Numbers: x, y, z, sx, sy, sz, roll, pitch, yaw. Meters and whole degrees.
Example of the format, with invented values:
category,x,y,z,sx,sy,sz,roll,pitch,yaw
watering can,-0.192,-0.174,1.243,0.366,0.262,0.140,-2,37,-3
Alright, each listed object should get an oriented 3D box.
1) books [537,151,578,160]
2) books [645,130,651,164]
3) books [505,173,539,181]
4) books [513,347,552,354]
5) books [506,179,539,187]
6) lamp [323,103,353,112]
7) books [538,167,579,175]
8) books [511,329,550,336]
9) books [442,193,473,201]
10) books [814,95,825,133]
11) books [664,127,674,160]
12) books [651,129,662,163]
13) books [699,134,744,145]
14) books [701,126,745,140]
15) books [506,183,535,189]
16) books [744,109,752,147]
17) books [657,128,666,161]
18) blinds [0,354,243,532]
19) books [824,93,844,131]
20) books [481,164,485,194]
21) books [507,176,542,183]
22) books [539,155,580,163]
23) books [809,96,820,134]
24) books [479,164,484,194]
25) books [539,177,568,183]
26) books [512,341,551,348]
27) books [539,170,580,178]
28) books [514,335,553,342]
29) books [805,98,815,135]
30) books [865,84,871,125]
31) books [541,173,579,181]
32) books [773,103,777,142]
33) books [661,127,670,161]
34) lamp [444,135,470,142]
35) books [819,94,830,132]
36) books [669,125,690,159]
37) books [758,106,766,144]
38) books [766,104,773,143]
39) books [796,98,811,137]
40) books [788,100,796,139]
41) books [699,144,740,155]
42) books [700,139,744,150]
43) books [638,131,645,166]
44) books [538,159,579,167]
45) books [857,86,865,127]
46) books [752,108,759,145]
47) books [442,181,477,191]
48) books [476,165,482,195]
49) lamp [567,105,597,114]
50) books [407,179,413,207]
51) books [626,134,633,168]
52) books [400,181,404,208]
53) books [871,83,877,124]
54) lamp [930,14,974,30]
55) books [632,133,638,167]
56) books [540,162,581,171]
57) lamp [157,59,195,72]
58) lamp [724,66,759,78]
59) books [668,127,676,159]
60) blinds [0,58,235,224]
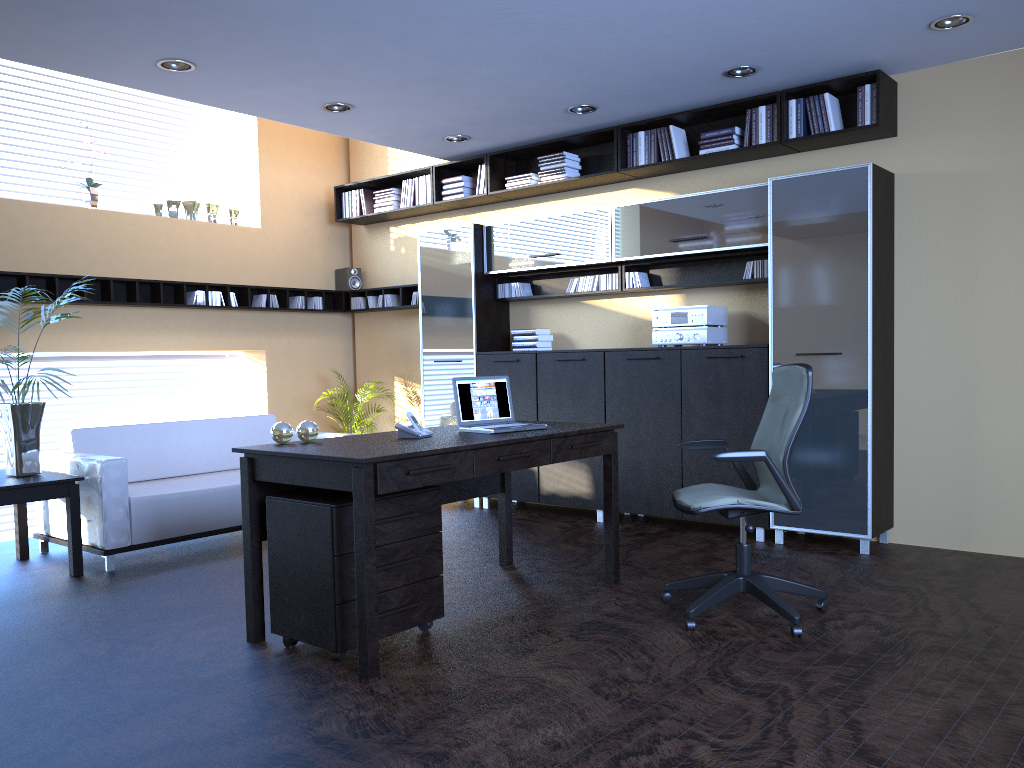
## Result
category,x,y,z,sx,sy,sz,roll,pitch,yaw
books,0.368,-1.819,7.123,0.258,0.028,0.207,0,2,39
books,1.056,-1.732,6.579,0.050,0.259,0.207,1,4,39
books,0.111,-1.705,7.349,0.258,0.028,0.207,0,2,38
books,0.171,-0.278,7.398,0.258,0.050,0.207,0,2,40
books,0.111,-1.648,7.336,0.258,0.028,0.207,0,2,40
lamp,-1.202,-1.951,6.117,0.209,0.096,0.208,0,2,21
books,0.375,-1.705,7.151,0.258,0.028,0.207,0,2,38
books,0.155,-0.432,7.405,0.258,0.050,0.207,0,2,39
books,-0.453,-1.630,7.809,0.258,0.050,0.207,0,2,39
books,2.034,-1.729,5.764,0.075,0.260,0.207,1,4,40
books,1.190,-1.729,6.458,0.072,0.258,0.207,1,4,40
books,1.095,-1.731,6.544,0.050,0.259,0.207,1,4,40
books,1.477,-1.699,6.230,0.258,0.031,0.207,0,2,39
books,1.488,-1.740,6.208,0.258,0.050,0.207,0,2,39
books,0.119,-1.619,7.329,0.258,0.028,0.207,0,2,40
books,1.654,-1.729,6.080,0.055,0.260,0.207,1,4,40
books,1.144,-1.731,6.502,0.075,0.260,0.207,1,4,40
blinds,-4.326,0.490,6.536,0.047,1.369,5.386,1,3,39
books,2.080,-1.729,5.720,0.075,0.260,0.207,1,4,39
books,-0.180,-1.734,7.571,0.075,0.260,0.207,1,4,39
books,0.124,-1.677,7.332,0.258,0.028,0.207,0,2,39
books,0.384,-1.791,7.109,0.258,0.028,0.207,0,2,39
books,2.006,-1.729,5.781,0.075,0.260,0.207,1,4,39
books,-0.196,-1.735,7.602,0.075,0.260,0.207,1,4,39
books,0.379,-1.619,7.126,0.258,0.028,0.207,0,2,39
books,0.165,-0.330,7.406,0.258,0.050,0.207,0,2,40
books,0.384,-1.676,7.128,0.258,0.028,0.207,0,2,39
books,0.179,-0.381,7.402,0.258,0.050,0.207,0,2,40
books,1.995,-1.730,5.818,0.075,0.260,0.207,1,4,40
books,2.266,-1.728,5.574,0.036,0.259,0.207,1,4,39
books,0.401,-1.648,7.119,0.258,0.028,0.207,0,2,40
books,1.813,-1.729,5.942,0.050,0.259,0.207,1,4,40
books,1.168,-1.731,6.481,0.075,0.260,0.207,1,4,39
lamp,-0.438,-1.994,7.049,0.208,0.096,0.209,-2,2,-33
books,2.056,-1.729,5.741,0.075,0.260,0.207,1,4,39
books,1.219,-1.731,6.422,0.072,0.258,0.207,1,4,39
books,1.732,-1.730,6.008,0.050,0.259,0.207,1,4,39
books,1.773,-1.729,5.976,0.050,0.259,0.207,1,4,39
books,1.932,-1.729,5.842,0.050,0.259,0.207,1,4,39
books,1.891,-1.729,5.875,0.050,0.259,0.207,1,4,39
books,1.485,-1.626,6.239,0.258,0.050,0.207,0,2,39
books,1.487,-1.668,6.224,0.258,0.031,0.207,0,2,39
books,1.012,-1.732,6.607,0.050,0.259,0.207,1,4,40
books,0.377,-1.763,7.120,0.258,0.028,0.207,0,2,39
books,2.238,-1.729,5.611,0.050,0.259,0.207,1,4,39
books,1.698,-1.730,6.048,0.050,0.259,0.207,1,4,40
books,-0.451,-1.732,7.806,0.258,0.050,0.207,0,2,39
books,-0.224,-1.735,7.619,0.075,0.260,0.207,1,4,39
lamp,0.495,-1.992,6.286,0.209,0.096,0.208,0,2,33
books,-0.874,-1.736,8.139,0.075,0.260,0.207,1,4,39
books,0.935,-1.732,6.677,0.050,0.259,0.207,1,4,40
books,-0.943,-1.736,8.204,0.075,0.260,0.207,1,4,39
books,2.301,-1.728,5.546,0.050,0.259,0.207,1,4,39
lamp,2.361,-1.988,4.759,0.208,0.096,0.209,-2,2,-33
books,0.975,-1.732,6.644,0.050,0.259,0.207,1,4,40
books,0.392,-1.734,7.124,0.258,0.028,0.207,0,2,39
lamp,-1.966,-1.907,5.185,0.209,0.096,0.208,-1,2,9
lamp,1.428,-1.990,5.522,0.209,0.096,0.208,0,2,33
books,1.217,-1.732,6.456,0.072,0.258,0.207,1,4,40
blinds,-4.382,-2.086,6.393,0.039,1.463,5.386,1,3,39
